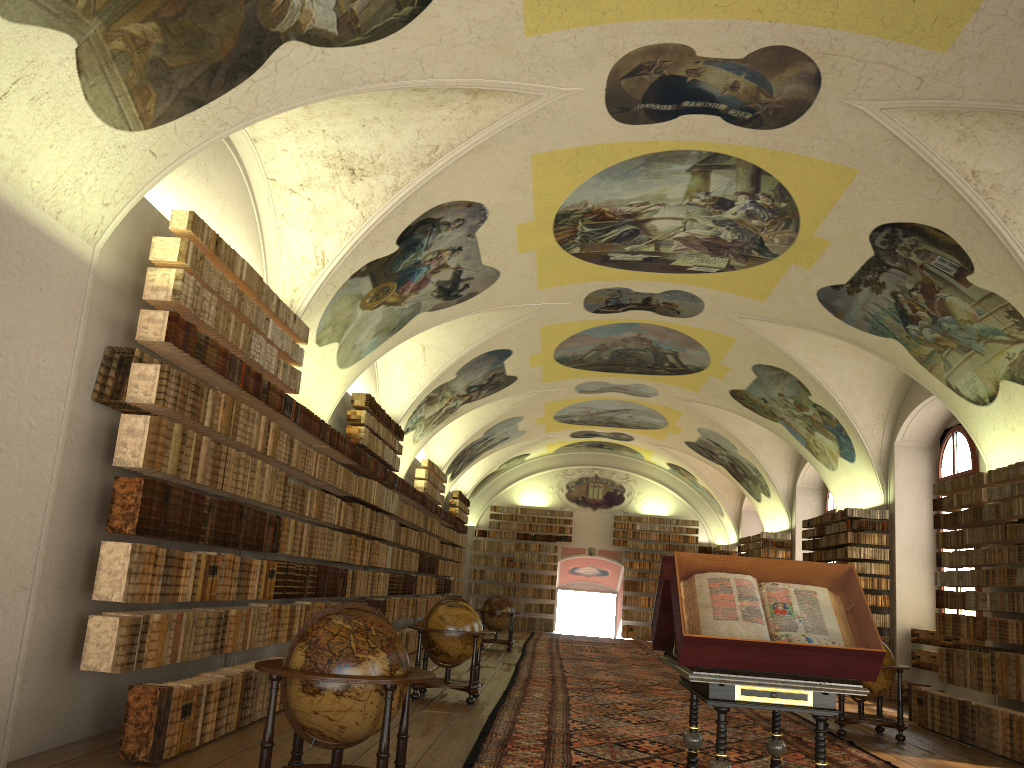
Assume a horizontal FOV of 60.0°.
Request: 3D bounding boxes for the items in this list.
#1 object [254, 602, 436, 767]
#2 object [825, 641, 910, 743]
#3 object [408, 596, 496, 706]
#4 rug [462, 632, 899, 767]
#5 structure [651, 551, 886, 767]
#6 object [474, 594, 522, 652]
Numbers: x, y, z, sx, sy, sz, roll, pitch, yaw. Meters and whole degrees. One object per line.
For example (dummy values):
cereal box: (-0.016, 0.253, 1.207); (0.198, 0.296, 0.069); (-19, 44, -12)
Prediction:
object: (-1.206, 2.295, 6.314); (1.281, 1.443, 1.281); (13, -15, -33)
object: (4.923, 4.193, 12.509); (1.281, 1.443, 1.281); (13, -15, -33)
object: (-0.897, 3.820, 12.864); (1.280, 1.443, 1.283); (-6, -16, 40)
rug: (2.243, 5.455, 15.907); (4.703, 0.064, 37.060); (4, -13, 3)
structure: (1.704, 2.261, 6.353); (1.245, 1.973, 1.899); (4, -12, 4)
object: (-0.399, 6.309, 23.558); (1.282, 1.443, 1.280); (16, -17, -43)
